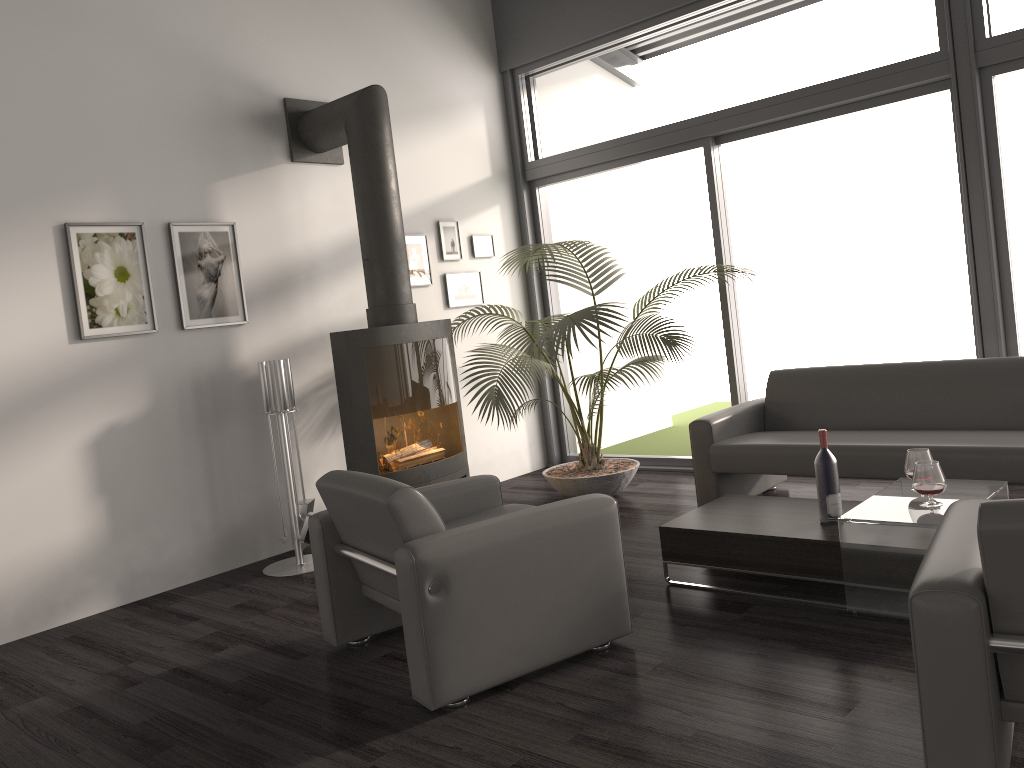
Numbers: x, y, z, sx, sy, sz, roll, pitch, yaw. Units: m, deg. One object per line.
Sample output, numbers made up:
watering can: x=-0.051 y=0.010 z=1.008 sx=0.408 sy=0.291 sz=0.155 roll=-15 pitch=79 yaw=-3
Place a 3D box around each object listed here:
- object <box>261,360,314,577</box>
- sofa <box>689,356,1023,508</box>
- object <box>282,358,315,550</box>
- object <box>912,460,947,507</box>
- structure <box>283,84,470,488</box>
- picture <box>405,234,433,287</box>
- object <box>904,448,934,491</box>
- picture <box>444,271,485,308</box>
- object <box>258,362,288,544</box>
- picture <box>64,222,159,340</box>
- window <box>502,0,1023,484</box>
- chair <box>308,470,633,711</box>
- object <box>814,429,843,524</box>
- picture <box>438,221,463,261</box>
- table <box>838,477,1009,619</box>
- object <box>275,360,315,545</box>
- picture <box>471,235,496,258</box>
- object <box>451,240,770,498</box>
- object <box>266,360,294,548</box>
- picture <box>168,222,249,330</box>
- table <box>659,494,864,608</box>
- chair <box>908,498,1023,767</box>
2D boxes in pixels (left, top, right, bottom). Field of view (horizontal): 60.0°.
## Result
object: x=-1.218 y=0.429 z=4.805 sx=0.400 sy=1.124 sz=0.401 roll=-7 pitch=3 yaw=2
sofa: x=1.996 y=0.283 z=4.396 sx=2.112 sy=0.716 sz=0.905 roll=-3 pitch=5 yaw=42
object: x=-1.172 y=0.383 z=4.867 sx=0.075 sy=1.050 sz=0.145 roll=-7 pitch=2 yaw=3
object: x=1.520 y=0.363 z=3.229 sx=0.116 sy=0.155 sz=0.115 roll=-9 pitch=4 yaw=-39
structure: x=-0.967 y=-0.430 z=5.422 sx=1.114 sy=2.670 sz=0.821 roll=-4 pitch=3 yaw=42
picture: x=-0.667 y=-0.840 z=6.024 sx=0.015 sy=0.352 sz=0.289 roll=-5 pitch=4 yaw=42
object: x=1.597 y=0.335 z=3.468 sx=0.115 sy=0.155 sz=0.116 roll=-5 pitch=4 yaw=33
picture: x=-0.339 y=-0.682 z=6.369 sx=0.015 sy=0.244 sz=0.361 roll=-5 pitch=4 yaw=42
object: x=-1.281 y=0.371 z=4.726 sx=0.042 sy=0.982 sz=0.116 roll=-6 pitch=2 yaw=18
picture: x=-2.029 y=-0.531 z=4.504 sx=0.026 sy=0.576 sz=0.395 roll=-5 pitch=4 yaw=42
window: x=3.773 y=-1.267 z=3.753 sx=9.732 sy=3.465 sz=0.386 roll=-3 pitch=4 yaw=42
chair: x=-0.168 y=0.624 z=3.357 sx=0.912 sy=0.716 sz=0.962 roll=-9 pitch=4 yaw=-33
object: x=1.251 y=0.365 z=3.519 sx=0.093 sy=0.370 sz=0.093 roll=-5 pitch=3 yaw=41
picture: x=-0.437 y=-1.019 z=6.293 sx=0.015 sy=0.280 sz=0.192 roll=-5 pitch=4 yaw=42
table: x=1.570 y=0.600 z=3.327 sx=0.399 sy=0.341 sz=0.682 roll=-4 pitch=5 yaw=42
object: x=-1.118 y=0.371 z=4.732 sx=0.167 sy=1.018 sz=0.078 roll=-7 pitch=2 yaw=4
picture: x=-0.211 y=-1.018 z=6.540 sx=0.015 sy=0.166 sz=0.222 roll=-5 pitch=4 yaw=42
object: x=0.428 y=-0.093 z=5.495 sx=2.116 sy=1.664 sz=1.724 roll=-4 pitch=4 yaw=37
object: x=-1.266 y=0.389 z=4.904 sx=0.041 sy=1.047 sz=0.113 roll=-7 pitch=2 yaw=-3
picture: x=-1.673 y=-0.604 z=4.900 sx=0.026 sy=0.576 sz=0.395 roll=-5 pitch=4 yaw=42
table: x=1.281 y=0.667 z=3.598 sx=1.198 sy=0.249 sz=0.602 roll=-3 pitch=6 yaw=42
chair: x=1.499 y=0.529 z=2.045 sx=0.962 sy=0.716 sz=0.913 roll=-4 pitch=4 yaw=32
